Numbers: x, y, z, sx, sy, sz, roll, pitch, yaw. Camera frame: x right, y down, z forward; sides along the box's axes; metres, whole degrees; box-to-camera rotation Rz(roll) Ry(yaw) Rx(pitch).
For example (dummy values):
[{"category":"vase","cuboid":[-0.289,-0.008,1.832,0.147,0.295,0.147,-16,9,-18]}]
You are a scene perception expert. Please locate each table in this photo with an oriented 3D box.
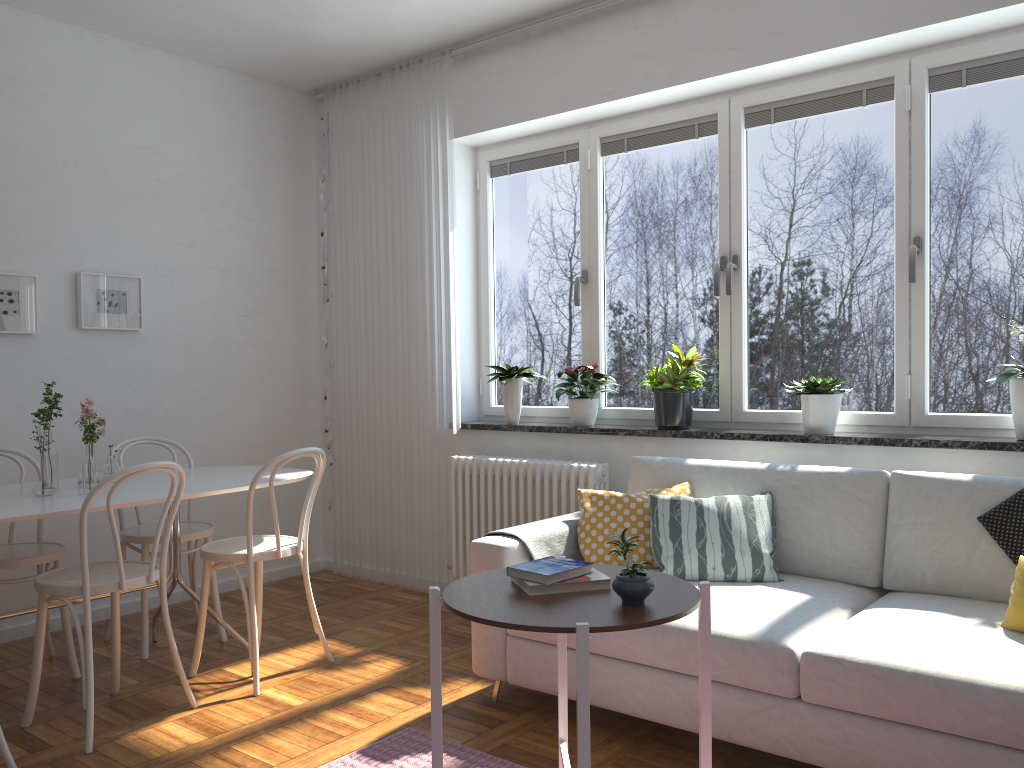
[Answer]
[{"category":"table","cuboid":[-1.767,0.795,3.242,0.931,0.770,2.288,0,1,39]},{"category":"table","cuboid":[0.145,0.828,2.149,0.617,0.688,0.617,0,2,38]}]

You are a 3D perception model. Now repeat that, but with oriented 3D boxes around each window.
[{"category":"window","cuboid":[0.975,-0.554,3.973,3.020,1.511,0.151,0,2,39]}]

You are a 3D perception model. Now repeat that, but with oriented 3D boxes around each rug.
[{"category":"rug","cuboid":[-0.135,1.183,1.309,2.457,0.008,2.365,0,1,39]}]

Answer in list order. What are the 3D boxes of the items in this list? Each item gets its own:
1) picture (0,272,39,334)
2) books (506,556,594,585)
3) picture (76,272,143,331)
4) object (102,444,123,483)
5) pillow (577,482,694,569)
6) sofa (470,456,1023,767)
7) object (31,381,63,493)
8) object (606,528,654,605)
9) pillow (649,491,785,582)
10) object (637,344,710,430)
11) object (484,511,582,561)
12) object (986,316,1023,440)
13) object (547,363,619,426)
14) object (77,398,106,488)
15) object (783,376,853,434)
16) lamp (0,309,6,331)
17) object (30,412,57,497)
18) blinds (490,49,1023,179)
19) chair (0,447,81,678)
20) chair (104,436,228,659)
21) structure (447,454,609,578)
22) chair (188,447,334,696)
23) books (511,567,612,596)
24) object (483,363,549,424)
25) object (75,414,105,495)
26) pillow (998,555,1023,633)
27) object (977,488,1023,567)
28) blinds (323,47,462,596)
[{"category":"picture","cuboid":[-2.317,-0.367,4.013,0.047,0.273,0.311,1,2,39]},{"category":"books","cuboid":[0.095,0.460,2.199,0.136,0.024,0.174,0,1,44]},{"category":"picture","cuboid":[-1.996,-0.407,4.410,0.047,0.273,0.311,1,2,39]},{"category":"object","cuboid":[-1.649,0.328,3.655,0.087,0.151,0.112,-2,2,-28]},{"category":"pillow","cuboid":[0.481,0.547,3.427,0.464,0.318,0.312,-1,1,7]},{"category":"sofa","cuboid":[1.096,0.729,2.829,2.462,0.843,1.003,0,1,39]},{"category":"object","cuboid":[-1.730,0.199,3.329,0.107,0.420,0.110,0,2,28]},{"category":"object","cuboid":[0.269,0.411,2.020,0.109,0.175,0.096,0,2,18]},{"category":"pillow","cuboid":[0.731,0.544,3.204,0.469,0.289,0.309,-1,1,10]},{"category":"object","cuboid":[0.713,0.012,4.028,0.299,0.385,0.333,-2,2,-36]},{"category":"object","cuboid":[0.150,0.799,3.477,0.288,0.534,0.608,0,2,39]},{"category":"object","cuboid":[1.867,-0.022,3.188,0.286,0.444,0.340,0,2,27]},{"category":"object","cuboid":[0.355,0.050,4.355,0.380,0.309,0.370,0,1,14]},{"category":"object","cuboid":[-1.659,0.231,3.497,0.111,0.349,0.108,-1,2,8]},{"category":"object","cuboid":[1.250,0.084,3.622,0.267,0.237,0.283,0,1,21]},{"category":"lamp","cuboid":[-1.901,-0.932,2.998,0.293,1.497,0.292,-1,2,-6]},{"category":"object","cuboid":[-1.716,0.256,3.244,0.084,0.308,0.084,-1,2,-6]},{"category":"blinds","cuboid":[0.988,-1.177,3.981,2.844,0.098,0.015,0,2,39]},{"category":"chair","cuboid":[-2.028,0.720,3.584,0.520,0.918,0.447,0,2,39]},{"category":"chair","cuboid":[-1.583,0.708,4.069,0.520,0.918,0.447,1,2,44]},{"category":"structure","cuboid":[0.092,0.675,4.326,0.972,0.624,0.224,0,2,39]},{"category":"chair","cuboid":[0.431,0.484,2.917,3.694,1.343,0.447,0,2,24]},{"category":"books","cuboid":[0.120,0.485,2.202,0.209,0.026,0.162,-1,1,-16]},{"category":"object","cuboid":[0.012,0.049,4.564,0.292,0.316,0.354,0,1,30]},{"category":"object","cuboid":[-1.556,0.260,3.287,0.098,0.294,0.146,-1,2,-18]},{"category":"pillow","cuboid":[1.533,0.589,2.376,0.210,0.194,0.401,-2,1,-34]},{"category":"object","cuboid":[1.917,0.620,2.456,0.978,0.648,0.676,-1,1,9]},{"category":"blinds","cuboid":[-0.686,-0.304,4.968,1.037,2.888,0.055,1,2,39]}]
